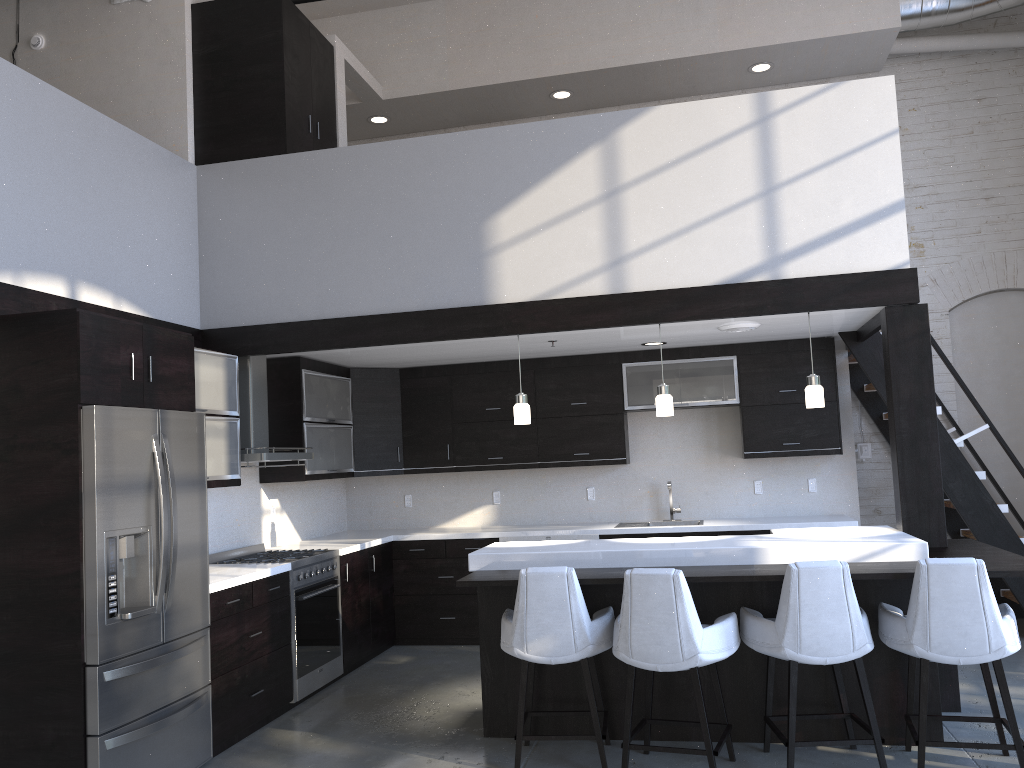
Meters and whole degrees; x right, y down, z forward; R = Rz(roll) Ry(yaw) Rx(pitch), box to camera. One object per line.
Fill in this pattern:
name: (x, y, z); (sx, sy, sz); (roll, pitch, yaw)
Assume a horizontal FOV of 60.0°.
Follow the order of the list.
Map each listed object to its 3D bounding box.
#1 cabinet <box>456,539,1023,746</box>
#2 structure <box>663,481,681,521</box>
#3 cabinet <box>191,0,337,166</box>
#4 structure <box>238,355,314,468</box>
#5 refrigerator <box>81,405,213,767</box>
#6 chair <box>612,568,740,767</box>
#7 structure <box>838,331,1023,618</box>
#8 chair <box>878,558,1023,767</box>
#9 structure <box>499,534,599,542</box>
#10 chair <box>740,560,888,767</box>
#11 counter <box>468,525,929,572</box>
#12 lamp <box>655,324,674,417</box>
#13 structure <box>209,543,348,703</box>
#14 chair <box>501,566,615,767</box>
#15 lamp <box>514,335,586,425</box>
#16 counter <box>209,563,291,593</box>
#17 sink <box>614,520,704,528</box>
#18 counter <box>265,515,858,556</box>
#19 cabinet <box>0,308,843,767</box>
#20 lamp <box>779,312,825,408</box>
cabinet: (1.206, 1.382, 4.697); (2.692, 0.909, 1.372); (-4, -5, 12)
structure: (1.290, 0.955, 7.206); (0.149, 0.328, 0.225); (-4, -4, 12)
cabinet: (-1.704, -1.462, 6.283); (0.684, 2.230, 0.838); (-4, -4, 12)
structure: (-1.719, 0.096, 5.962); (0.489, 0.929, 0.728); (-4, -4, 12)
refrigerator: (-1.968, 1.025, 4.191); (0.821, 1.770, 0.853); (-4, -4, 12)
chair: (0.726, 1.315, 4.057); (0.579, 0.983, 0.502); (-5, -5, 24)
structure: (3.336, 0.322, 6.869); (1.663, 3.183, 0.930); (-4, -4, 12)
chair: (1.955, 1.244, 3.930); (0.579, 0.983, 0.502); (-4, -4, 19)
structure: (0.378, 1.597, 7.203); (0.784, 0.789, 0.783); (-4, -5, 12)
chair: (1.378, 1.283, 4.051); (0.579, 0.983, 0.502); (-3, -4, 4)
counter: (0.988, 0.917, 4.974); (2.293, 0.095, 0.978); (-4, -5, 12)
lamp: (0.888, -0.120, 5.249); (0.100, 0.623, 0.100); (-4, -4, 18)
structure: (-1.516, 1.535, 5.879); (0.621, 0.901, 0.845); (-4, -5, 12)
chair: (0.218, 1.360, 4.305); (0.579, 0.983, 0.502); (-3, -4, 9)
lamp: (0.297, 0.000, 6.322); (0.124, 0.623, 1.954); (-4, -5, 15)
counter: (-1.781, 1.107, 5.057); (0.676, 0.047, 0.920); (-4, -5, 12)
sink: (1.173, 1.188, 7.006); (0.677, 0.168, 0.475); (-4, -5, 12)
counter: (0.402, 1.140, 6.697); (4.238, 0.045, 1.711); (-4, -5, 12)
cabinet: (0.115, 0.797, 5.485); (4.232, 2.312, 4.279); (-4, -5, 12)
lamp: (1.928, -0.109, 5.967); (0.124, 0.623, 1.950); (-4, -5, 13)
